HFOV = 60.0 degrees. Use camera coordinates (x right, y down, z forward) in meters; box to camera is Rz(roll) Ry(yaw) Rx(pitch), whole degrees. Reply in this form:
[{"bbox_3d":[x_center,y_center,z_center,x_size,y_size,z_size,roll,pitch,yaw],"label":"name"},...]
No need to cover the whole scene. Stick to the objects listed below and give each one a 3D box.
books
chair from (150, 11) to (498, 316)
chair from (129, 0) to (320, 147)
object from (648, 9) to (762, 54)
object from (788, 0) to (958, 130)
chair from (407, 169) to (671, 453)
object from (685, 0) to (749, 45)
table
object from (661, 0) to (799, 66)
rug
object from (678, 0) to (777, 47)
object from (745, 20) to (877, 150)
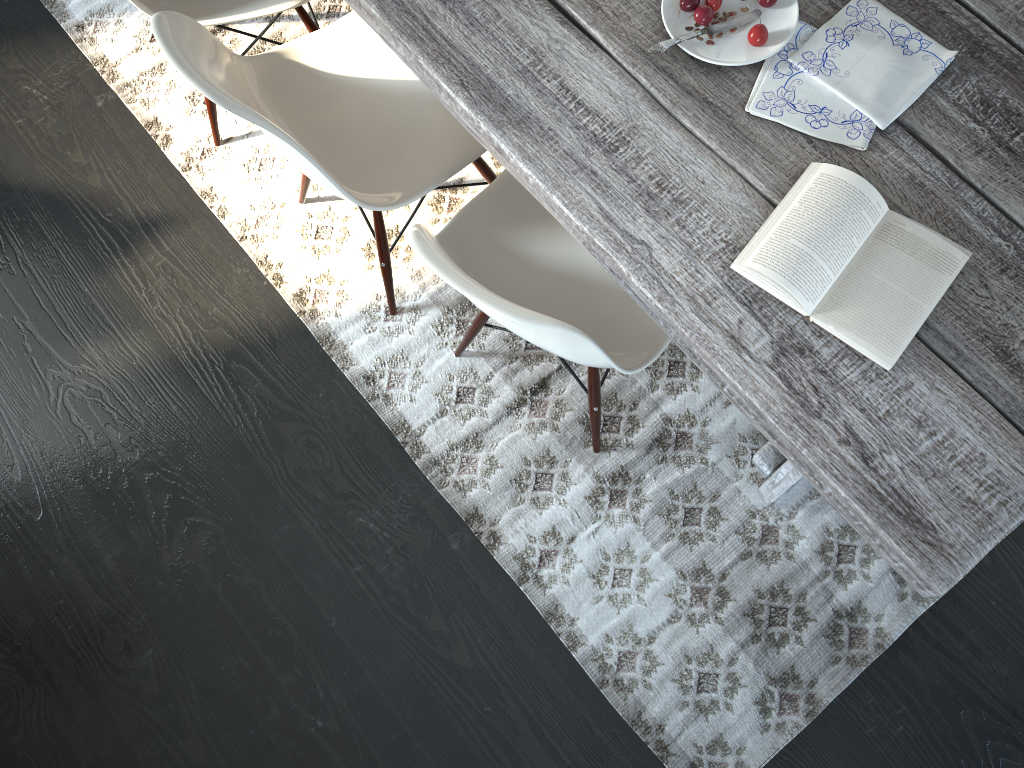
[{"bbox_3d":[0.460,-0.171,1.200,0.251,0.042,0.202,36,77,14],"label":"books"},{"bbox_3d":[-0.291,-0.528,1.784,0.542,0.801,0.465,-38,74,-9],"label":"chair"},{"bbox_3d":[-0.656,-0.946,1.943,0.542,0.801,0.465,-14,71,-2],"label":"chair"},{"bbox_3d":[0.290,-0.527,1.325,0.194,0.022,0.019,-24,72,-5],"label":"object"},{"bbox_3d":[0.534,-0.483,1.312,0.182,0.016,0.179,-44,75,-11],"label":"object"},{"bbox_3d":[0.109,-0.209,1.656,0.465,0.801,0.542,34,76,13],"label":"chair"},{"bbox_3d":[0.317,-0.552,1.340,0.110,0.011,0.058,-35,73,-9],"label":"object"},{"bbox_3d":[0.213,-0.837,1.869,1.141,0.788,2.421,-39,74,-10],"label":"table"},{"bbox_3d":[0.329,-0.562,1.346,0.205,0.024,0.205,40,78,14],"label":"object"},{"bbox_3d":[0.253,-0.709,2.231,1.898,0.022,2.677,-39,74,-10],"label":"rug"},{"bbox_3d":[0.332,-0.582,1.340,0.144,0.034,0.132,20,74,9],"label":"object"},{"bbox_3d":[0.459,-0.443,1.304,0.185,0.014,0.182,23,74,10],"label":"object"}]
